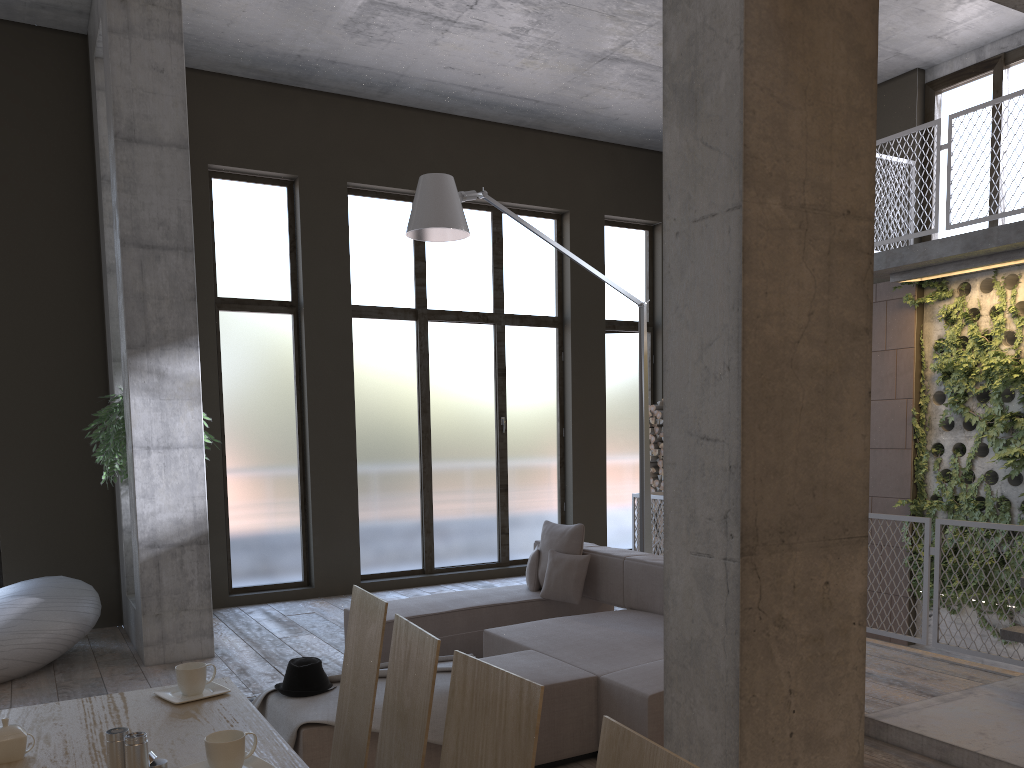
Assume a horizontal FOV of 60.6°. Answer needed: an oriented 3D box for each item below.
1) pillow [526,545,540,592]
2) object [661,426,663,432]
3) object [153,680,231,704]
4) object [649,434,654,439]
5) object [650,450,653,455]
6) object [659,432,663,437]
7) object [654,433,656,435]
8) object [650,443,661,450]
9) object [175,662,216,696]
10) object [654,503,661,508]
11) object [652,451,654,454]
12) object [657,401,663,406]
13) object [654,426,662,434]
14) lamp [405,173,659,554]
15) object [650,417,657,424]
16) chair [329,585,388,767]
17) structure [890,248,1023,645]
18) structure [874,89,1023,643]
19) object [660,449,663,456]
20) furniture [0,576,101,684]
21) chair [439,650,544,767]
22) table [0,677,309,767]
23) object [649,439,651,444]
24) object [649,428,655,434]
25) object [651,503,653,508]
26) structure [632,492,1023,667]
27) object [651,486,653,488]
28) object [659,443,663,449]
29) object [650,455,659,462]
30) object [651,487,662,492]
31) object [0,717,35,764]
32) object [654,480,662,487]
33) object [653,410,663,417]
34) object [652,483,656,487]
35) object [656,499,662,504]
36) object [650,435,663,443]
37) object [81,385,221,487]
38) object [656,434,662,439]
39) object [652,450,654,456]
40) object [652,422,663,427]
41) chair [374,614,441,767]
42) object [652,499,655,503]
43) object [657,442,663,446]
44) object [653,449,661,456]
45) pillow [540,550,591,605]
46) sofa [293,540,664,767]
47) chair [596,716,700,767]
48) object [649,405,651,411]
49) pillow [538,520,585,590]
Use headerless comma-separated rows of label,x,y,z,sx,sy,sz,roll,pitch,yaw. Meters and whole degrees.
pillow,0.185,1.469,6.936,0.151,0.379,0.367,-1,1,4
object,2.033,0.558,10.877,0.422,0.072,0.067,1,0,-30
object,-0.998,0.963,2.734,0.185,0.014,0.185,2,-4,-43
object,1.873,0.680,11.102,0.292,0.104,0.100,0,0,-28
object,1.911,0.866,11.107,0.421,0.068,0.067,1,0,-30
object,2.008,0.624,10.874,0.362,0.068,0.121,1,-2,-28
object,1.909,0.607,11.002,0.331,0.057,0.089,1,-1,-30
object,1.937,0.786,11.065,0.436,0.094,0.092,1,0,-30
object,-0.995,0.922,2.744,0.093,0.089,0.116,-1,0,15
object,1.997,1.511,11.030,0.478,0.084,0.093,1,0,-30
object,1.962,0.856,10.974,0.434,0.080,0.114,1,-1,-30
object,1.960,0.249,10.900,0.358,0.074,0.065,1,0,-31
object,1.973,0.572,10.925,0.454,0.090,0.090,1,0,-31
lamp,0.432,0.331,6.762,2.616,3.456,0.752,-3,5,-41
object,1.939,0.457,10.943,0.478,0.084,0.093,1,0,-30
chair,-0.751,1.244,2.615,0.720,1.206,0.346,-2,5,-26
structure,4.501,0.499,7.693,1.002,3.854,2.615,-4,4,-29
structure,3.804,-0.123,6.584,3.027,4.352,3.669,-2,2,-29
object,2.043,0.844,10.905,0.454,0.090,0.090,1,0,-30
furniture,-4.039,1.886,6.492,1.793,0.817,1.622,-1,-2,8
chair,-0.325,1.184,1.697,0.719,1.206,0.346,-3,5,-32
table,-0.107,1.249,0.468,1.009,0.927,5.181,-1,-2,-29
object,1.810,0.727,11.050,0.250,0.073,0.045,0,2,-30
object,1.903,0.587,10.997,0.478,0.084,0.093,1,0,-30
object,1.923,1.528,11.168,0.421,0.068,0.067,1,0,-30
structure,3.214,1.529,7.996,1.922,0.940,4.422,0,-3,-29
object,1.885,1.342,11.163,0.292,0.104,0.100,0,0,-28
object,2.038,0.772,10.916,0.434,0.080,0.114,1,-1,-30
object,1.910,0.933,11.027,0.478,0.084,0.093,1,0,-30
object,1.893,1.345,11.060,0.293,0.108,0.098,0,1,-28
object,-1.267,0.892,2.199,0.122,0.113,0.089,-2,2,-38
object,1.985,1.233,10.986,0.454,0.090,0.090,1,0,-31
object,1.926,0.368,10.885,0.362,0.085,0.103,1,-1,-30
object,1.921,1.269,11.064,0.331,0.057,0.089,1,-1,-30
object,2.012,1.442,10.958,0.454,0.090,0.090,1,0,-28
object,1.881,0.684,10.999,0.293,0.108,0.098,0,1,-28
object,-2.972,0.844,7.156,0.999,1.881,0.960,1,4,27
object,1.962,0.644,10.966,0.358,0.075,0.064,1,1,-31
object,1.951,0.864,11.036,0.421,0.068,0.067,1,0,-30
object,1.955,0.510,10.944,0.434,0.080,0.114,1,-1,-30
chair,-0.558,1.214,2.145,0.720,1.206,0.346,-2,5,-24
object,1.948,1.448,11.126,0.436,0.094,0.092,1,0,-30
object,1.997,0.766,11.008,0.362,0.087,0.101,1,0,-30
object,1.986,0.849,10.969,0.478,0.084,0.093,1,0,-30
pillow,0.391,1.411,6.417,0.376,0.375,0.168,0,4,34
sofa,-0.107,1.574,5.383,3.004,0.791,2.994,0,-3,-29
chair,-0.083,1.155,1.253,0.720,1.206,0.346,-2,5,-24
object,1.897,0.310,11.031,0.454,0.091,0.090,1,0,-31
pillow,0.353,1.324,6.683,0.220,0.562,0.561,-3,2,-27
